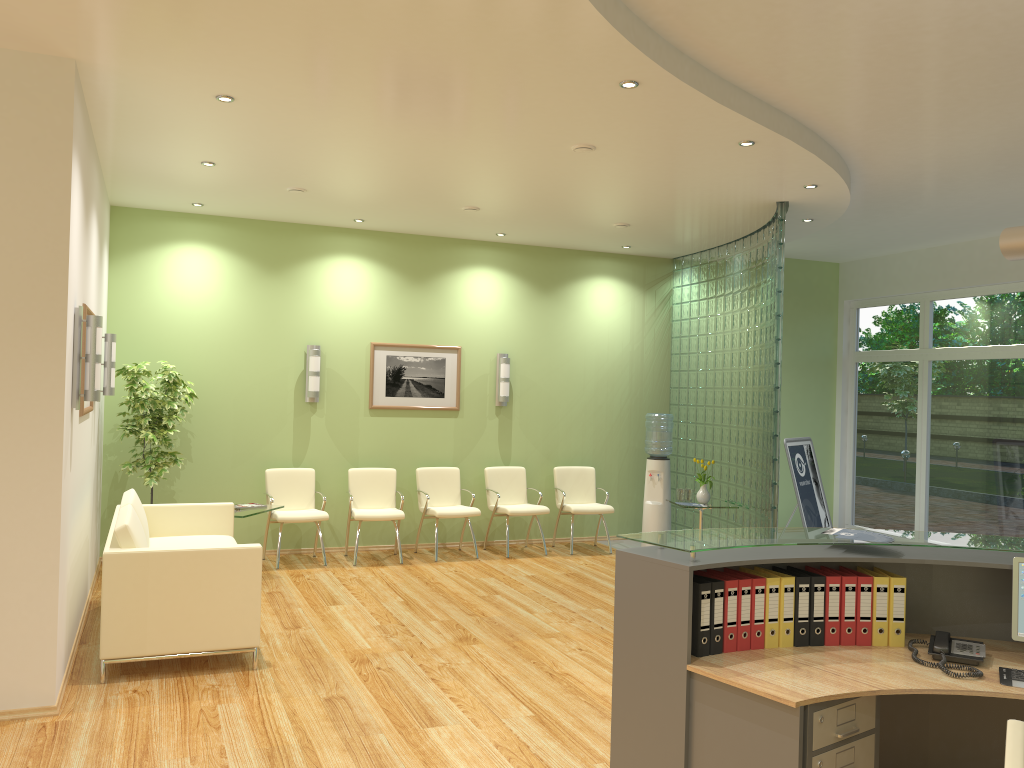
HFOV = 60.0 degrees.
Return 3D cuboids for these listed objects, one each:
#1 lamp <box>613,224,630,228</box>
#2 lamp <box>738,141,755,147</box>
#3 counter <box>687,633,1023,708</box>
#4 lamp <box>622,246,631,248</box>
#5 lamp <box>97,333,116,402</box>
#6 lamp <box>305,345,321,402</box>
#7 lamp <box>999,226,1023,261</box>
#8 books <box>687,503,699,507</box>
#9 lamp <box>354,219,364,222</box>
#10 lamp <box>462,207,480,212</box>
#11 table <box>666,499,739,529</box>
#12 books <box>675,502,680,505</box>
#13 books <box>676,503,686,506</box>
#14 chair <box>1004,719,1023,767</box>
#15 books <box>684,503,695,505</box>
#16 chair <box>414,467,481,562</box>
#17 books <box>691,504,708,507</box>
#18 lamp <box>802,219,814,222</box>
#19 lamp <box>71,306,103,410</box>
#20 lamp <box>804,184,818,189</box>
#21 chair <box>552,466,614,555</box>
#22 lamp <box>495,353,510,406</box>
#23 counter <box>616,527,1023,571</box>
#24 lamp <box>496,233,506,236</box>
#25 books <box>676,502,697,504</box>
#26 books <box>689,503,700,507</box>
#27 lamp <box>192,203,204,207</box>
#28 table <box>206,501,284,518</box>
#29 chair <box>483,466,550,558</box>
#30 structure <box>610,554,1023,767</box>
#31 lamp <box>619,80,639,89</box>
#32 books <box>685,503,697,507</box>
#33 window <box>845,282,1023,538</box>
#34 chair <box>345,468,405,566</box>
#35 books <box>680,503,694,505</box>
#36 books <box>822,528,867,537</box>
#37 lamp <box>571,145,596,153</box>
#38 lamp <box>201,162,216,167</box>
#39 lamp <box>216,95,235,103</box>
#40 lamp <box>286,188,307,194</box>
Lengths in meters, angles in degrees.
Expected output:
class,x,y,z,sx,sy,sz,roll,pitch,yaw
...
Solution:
class,x,y,z,sx,sy,sz,roll,pitch,yaw
lamp,1.064,-1.531,8.616,0.167,0.024,0.167,2,-1,-39
lamp,1.511,-1.546,5.710,0.105,0.011,0.105,1,-1,38
counter,2.208,1.095,2.677,1.723,0.018,3.444,2,-1,-37
lamp,1.272,-1.522,9.864,0.105,0.011,0.105,2,-1,-41
lamp,-3.165,-0.152,6.906,0.142,0.580,0.134,2,0,-22
lamp,-2.009,-0.104,8.985,0.134,0.580,0.142,2,0,-22
lamp,2.320,-1.077,2.733,0.197,1.249,1.470,2,-1,-37
books,1.842,1.216,8.923,0.150,0.004,0.210,1,0,23
lamp,-1.507,-1.607,8.736,0.105,0.011,0.105,2,-1,-41
lamp,-0.373,-1.575,8.033,0.167,0.024,0.167,1,0,29
table,1.939,1.529,9.118,0.581,0.614,0.581,2,0,-8
books,1.779,1.215,9.006,0.210,0.004,0.150,2,0,-7
books,1.790,1.215,8.971,0.210,0.004,0.150,2,0,-27
chair,1.635,1.254,2.350,0.584,1.048,0.652,1,0,31
books,1.799,1.215,8.956,0.210,0.004,0.150,2,-1,-37
chair,12.981,1.598,2.347,31.281,0.986,0.752,1,0,26
books,1.878,1.217,8.914,0.150,0.004,0.210,2,0,3
lamp,2.704,-1.496,8.112,0.105,0.011,0.105,2,0,-5
lamp,-2.388,-0.144,4.990,0.142,0.580,0.134,2,0,-22
lamp,2.297,-1.516,6.819,0.105,0.011,0.105,2,0,-6
chair,0.770,1.368,9.692,0.536,0.881,0.650,2,0,-17
lamp,-0.094,-0.046,9.762,0.134,0.580,0.142,2,0,-22
counter,2.264,0.700,2.714,1.837,0.078,3.674,2,-1,-37
lamp,-0.118,-1.565,9.300,0.105,0.011,0.105,2,-1,-41
books,1.778,1.215,9.025,0.210,0.004,0.150,2,0,3
books,1.860,1.216,8.917,0.150,0.004,0.210,1,0,13
lamp,-2.897,-1.650,8.173,0.105,0.011,0.105,2,0,4
table,-2.511,1.397,7.778,0.736,0.614,0.736,1,0,13
chair,13.357,1.610,2.505,30.806,0.986,0.748,1,0,27
structure,2.249,1.263,2.711,1.837,1.049,3.673,2,-1,-37
lamp,0.618,-1.578,4.681,0.105,0.011,0.105,1,0,25
books,1.826,1.215,8.931,0.150,0.004,0.210,1,-1,33
window,6.176,0.439,7.203,0.092,3.000,9.401,2,0,-22
chair,-1.362,1.302,8.830,0.536,0.881,0.650,2,0,-17
books,1.812,1.215,8.942,0.150,0.004,0.210,1,-1,43
books,1.449,0.645,3.867,0.150,0.004,0.210,1,-1,33
lamp,0.479,-1.567,5.933,0.167,0.024,0.167,1,0,17
lamp,-2.273,-1.644,6.636,0.105,0.011,0.105,1,0,11
lamp,-1.650,-1.638,5.100,0.105,0.011,0.105,1,0,11
lamp,-1.810,-1.619,7.450,0.167,0.024,0.167,1,0,29
